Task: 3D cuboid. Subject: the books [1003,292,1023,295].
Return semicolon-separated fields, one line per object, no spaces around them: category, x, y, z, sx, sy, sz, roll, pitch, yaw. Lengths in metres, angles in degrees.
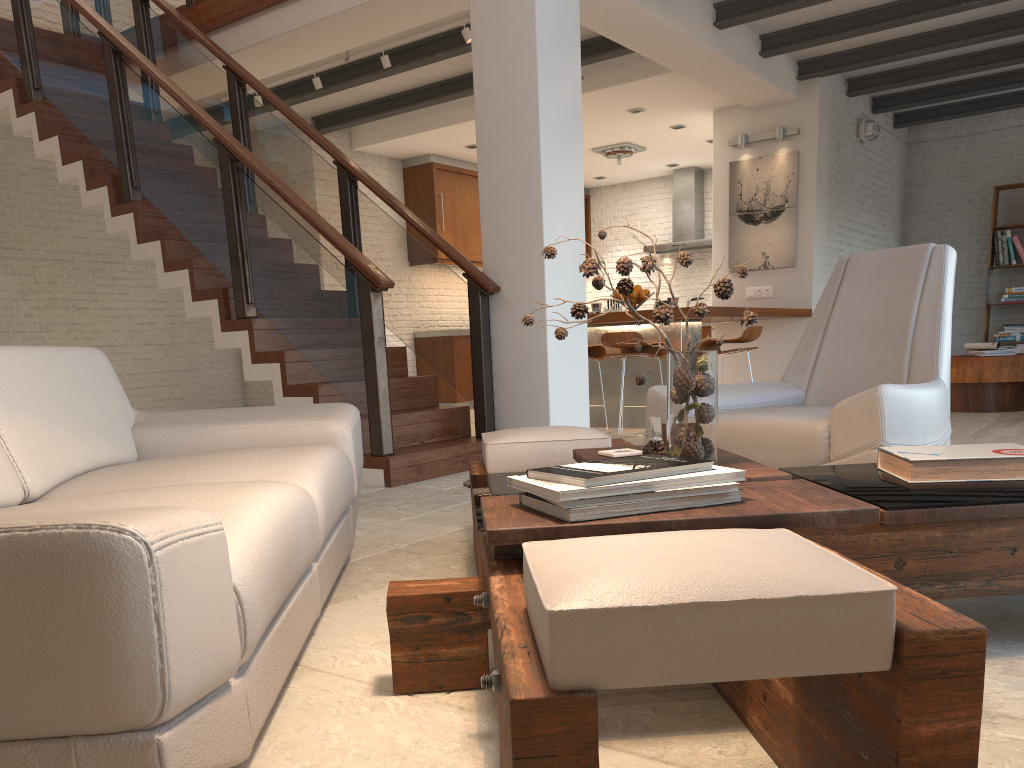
books;5.723;-1.017;9.767;0.354;0.021;0.266;-1;3;35

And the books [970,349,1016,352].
books;4.010;-0.278;7.282;0.253;0.011;0.310;-2;2;11

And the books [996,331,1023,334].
books;5.705;-0.589;9.874;0.379;0.019;0.239;-1;3;29

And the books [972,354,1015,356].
books;4.025;-0.246;7.292;0.252;0.011;0.310;-2;2;16

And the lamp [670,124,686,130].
lamp;1.692;-2.638;8.885;0.123;0.056;0.121;0;5;36

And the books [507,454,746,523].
books;0.223;0.194;1.680;0.398;0.076;0.245;-4;3;-21

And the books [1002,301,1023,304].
books;5.724;-0.922;9.783;0.354;0.021;0.267;-1;3;36

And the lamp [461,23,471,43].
lamp;-0.304;-2.393;5.960;0.087;0.133;0.057;-3;11;-3

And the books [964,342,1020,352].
books;4.046;-0.296;7.348;0.271;0.112;0.316;-4;4;-21

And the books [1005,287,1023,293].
books;5.727;-1.056;9.752;0.325;0.057;0.250;0;4;39

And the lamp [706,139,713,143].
lamp;2.217;-2.691;9.582;0.123;0.056;0.121;0;5;36

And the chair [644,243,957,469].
chair;1.169;0.012;3.219;0.959;1.045;1.013;-8;10;-37

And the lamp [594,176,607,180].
lamp;1.156;-2.719;11.424;0.123;0.056;0.121;0;5;36

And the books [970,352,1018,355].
books;4.032;-0.258;7.304;0.253;0.011;0.310;-2;2;6

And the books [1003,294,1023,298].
books;5.715;-0.987;9.757;0.379;0.037;0.239;-1;3;30

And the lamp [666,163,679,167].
lamp;1.992;-2.732;10.819;0.123;0.056;0.121;0;5;36

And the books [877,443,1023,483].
books;1.092;0.189;2.110;0.327;0.058;0.248;-2;3;7

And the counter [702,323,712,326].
counter;1.248;-0.692;10.557;3.505;0.072;3.268;-1;3;36

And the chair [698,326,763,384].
chair;1.722;-0.045;6.748;0.419;0.797;0.395;5;13;36

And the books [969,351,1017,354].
books;4.016;-0.267;7.291;0.253;0.011;0.310;-2;2;6

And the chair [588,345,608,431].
chair;0.481;0.001;6.995;0.402;0.797;0.412;5;13;36

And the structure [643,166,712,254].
structure;2.232;-2.242;11.201;0.980;1.021;0.446;3;12;36

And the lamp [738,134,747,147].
lamp;2.152;-2.269;8.126;0.079;0.107;0.078;-7;10;-25

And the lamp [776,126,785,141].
lamp;2.439;-2.274;7.918;0.079;0.107;0.078;-7;10;-25

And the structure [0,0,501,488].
structure;-0.130;-1.644;5.641;10.105;4.254;13.584;0;4;37

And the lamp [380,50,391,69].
lamp;-0.930;-2.384;6.421;0.060;0.133;0.084;6;13;38

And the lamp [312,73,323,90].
lamp;-1.531;-2.374;6.855;0.060;0.133;0.084;6;13;38

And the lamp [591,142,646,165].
lamp;1.203;-2.553;9.791;0.448;0.175;0.441;0;5;36

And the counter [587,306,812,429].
counter;1.408;-0.150;7.754;1.677;0.945;2.447;1;5;37

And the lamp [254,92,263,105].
lamp;-2.115;-2.365;7.274;0.059;0.133;0.083;-1;10;6

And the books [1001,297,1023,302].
books;5.711;-0.950;9.777;0.378;0.037;0.239;-1;3;31

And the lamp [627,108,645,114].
lamp;1.166;-2.585;8.187;0.123;0.056;0.121;0;5;36

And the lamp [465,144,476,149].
lamp;-0.419;-2.561;9.334;0.123;0.056;0.121;0;5;36

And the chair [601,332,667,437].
chair;0.915;-0.006;6.681;0.402;0.797;0.412;5;13;36
